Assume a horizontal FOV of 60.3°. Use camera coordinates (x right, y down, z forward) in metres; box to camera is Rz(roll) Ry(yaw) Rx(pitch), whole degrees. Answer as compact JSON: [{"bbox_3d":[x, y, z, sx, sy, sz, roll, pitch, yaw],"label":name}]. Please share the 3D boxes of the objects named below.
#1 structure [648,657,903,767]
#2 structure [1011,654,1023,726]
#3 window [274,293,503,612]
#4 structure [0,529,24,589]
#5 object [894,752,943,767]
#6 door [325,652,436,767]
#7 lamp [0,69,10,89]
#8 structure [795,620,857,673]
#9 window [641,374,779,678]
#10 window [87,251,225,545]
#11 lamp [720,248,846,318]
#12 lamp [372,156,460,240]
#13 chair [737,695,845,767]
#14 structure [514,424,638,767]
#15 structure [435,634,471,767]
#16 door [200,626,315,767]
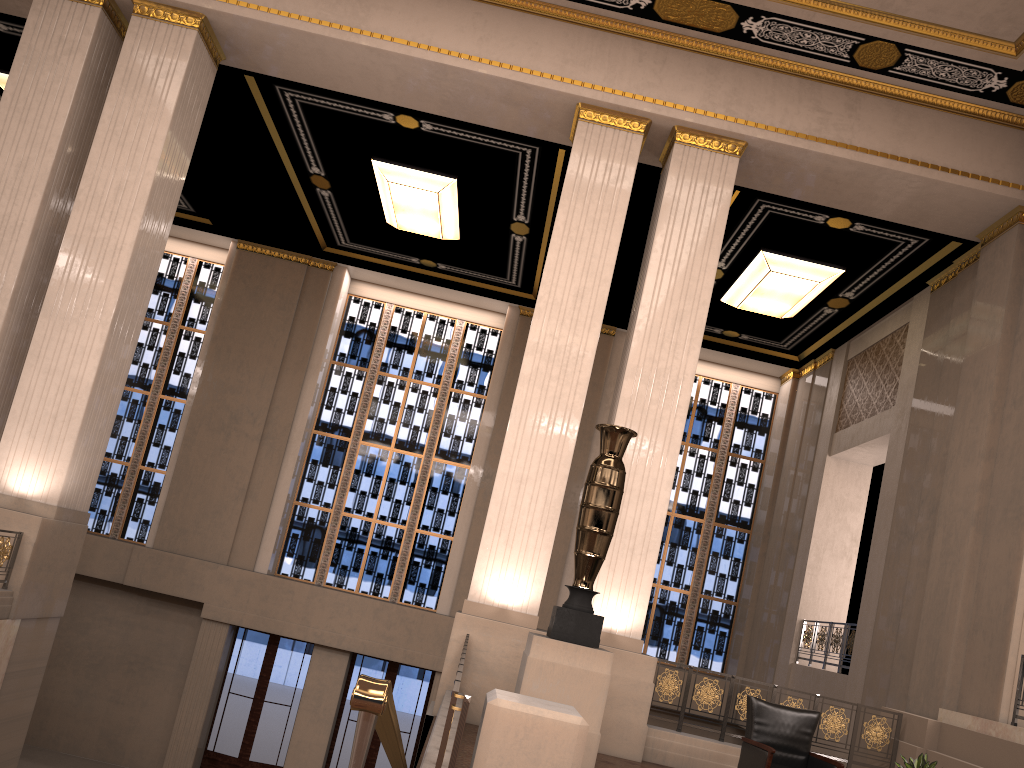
[{"bbox_3d":[2.551,3.278,8.638,2.535,0.645,0.032,13,-7,-1],"label":"structure"},{"bbox_3d":[4.498,2.245,5.886,0.032,0.614,3.765,13,-13,1],"label":"structure"},{"bbox_3d":[-2.196,1.204,16.120,2.988,5.281,0.070,13,-7,-1],"label":"window"},{"bbox_3d":[-4.494,1.046,5.679,0.079,0.528,5.033,13,-13,1],"label":"structure"},{"bbox_3d":[2.627,2.567,5.686,0.499,0.370,0.538,6,-14,32],"label":"object"},{"bbox_3d":[-2.312,6.033,15.031,1.492,2.685,0.157,13,-7,-1],"label":"door"},{"bbox_3d":[-6.481,-3.767,12.689,1.167,0.211,2.055,13,-13,0],"label":"lamp"},{"bbox_3d":[4.415,3.655,12.313,0.031,0.656,2.197,13,-13,1],"label":"structure"},{"bbox_3d":[2.949,2.396,16.177,2.988,5.281,0.070,13,-7,-1],"label":"window"},{"bbox_3d":[-7.168,0.052,16.065,2.988,5.281,0.070,13,-7,-1],"label":"window"},{"bbox_3d":[3.857,-1.372,12.803,1.167,0.211,2.055,13,-13,0],"label":"lamp"},{"bbox_3d":[-1.356,-2.580,12.746,1.167,0.211,2.055,13,-13,0],"label":"lamp"},{"bbox_3d":[2.300,3.116,7.342,0.649,0.831,0.728,14,-10,-5],"label":"chair"},{"bbox_3d":[0.575,1.712,7.330,0.700,2.748,0.711,13,-8,0],"label":"structure"},{"bbox_3d":[-0.370,2.001,5.724,0.079,0.528,5.030,13,-13,0],"label":"structure"},{"bbox_3d":[-4.347,5.562,15.008,1.492,2.685,0.157,13,-7,-1],"label":"door"}]
